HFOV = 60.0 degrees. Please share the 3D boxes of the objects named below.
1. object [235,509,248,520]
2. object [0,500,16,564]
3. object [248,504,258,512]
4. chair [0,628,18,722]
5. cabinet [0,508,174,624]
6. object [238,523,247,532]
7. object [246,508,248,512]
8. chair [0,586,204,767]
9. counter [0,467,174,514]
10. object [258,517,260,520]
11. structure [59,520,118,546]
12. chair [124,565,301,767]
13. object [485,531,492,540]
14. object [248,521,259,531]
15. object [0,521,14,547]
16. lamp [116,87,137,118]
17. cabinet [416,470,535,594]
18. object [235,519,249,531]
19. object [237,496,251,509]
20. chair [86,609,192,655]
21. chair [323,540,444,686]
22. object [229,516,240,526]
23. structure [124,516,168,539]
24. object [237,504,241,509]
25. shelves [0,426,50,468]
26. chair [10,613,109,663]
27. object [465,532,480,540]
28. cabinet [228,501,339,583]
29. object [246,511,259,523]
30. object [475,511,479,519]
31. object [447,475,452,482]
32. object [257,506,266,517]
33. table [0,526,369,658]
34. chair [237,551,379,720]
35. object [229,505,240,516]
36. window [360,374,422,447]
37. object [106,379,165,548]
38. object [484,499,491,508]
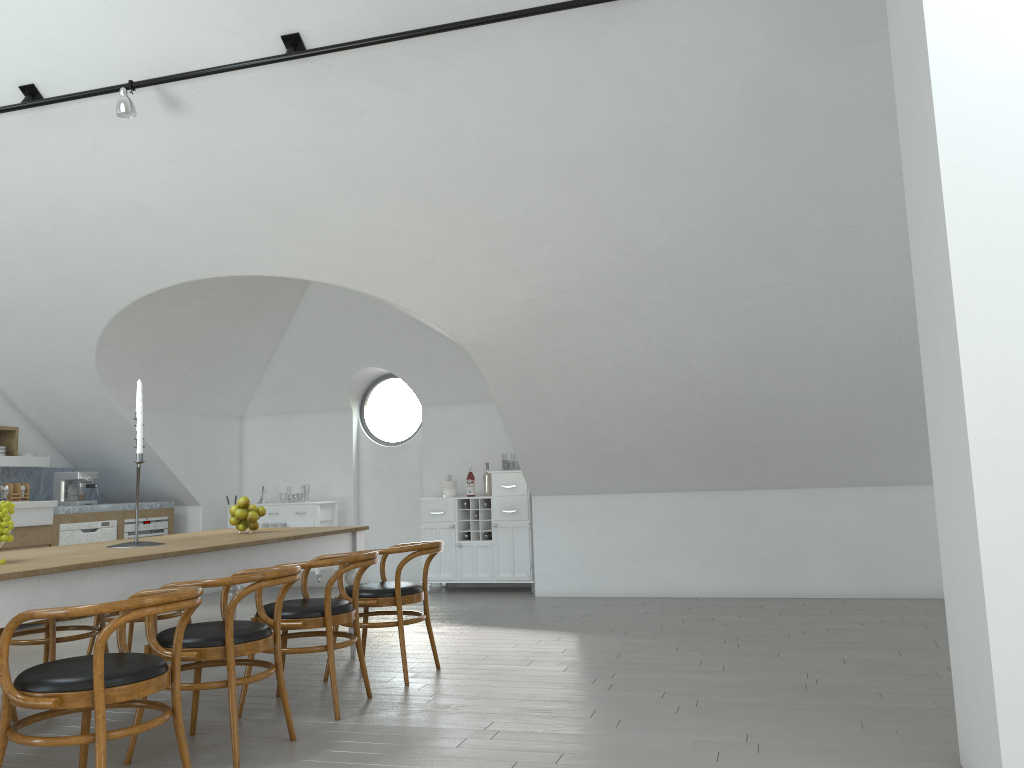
[{"bbox_3d":[-1.570,0.754,5.139,0.071,0.064,0.072,-3,-7,9],"label":"object"},{"bbox_3d":[-2.145,0.562,3.464,0.393,0.285,0.291,1,-8,-20],"label":"object"},{"bbox_3d":[-1.522,0.734,5.201,0.058,0.057,0.053,-6,-8,31],"label":"object"},{"bbox_3d":[-2.700,1.234,4.122,0.621,0.738,0.525,-4,-8,13],"label":"chair"},{"bbox_3d":[-4.769,1.485,6.016,1.003,1.026,6.407,-4,-7,16],"label":"cabinet"},{"bbox_3d":[-1.569,0.834,5.162,0.049,0.051,0.051,-4,-8,20],"label":"object"},{"bbox_3d":[-1.571,0.749,5.246,0.053,0.051,0.052,0,-7,-13],"label":"object"},{"bbox_3d":[-1.343,1.057,2.929,0.621,0.738,0.525,-4,-8,19],"label":"chair"},{"bbox_3d":[-4.797,0.679,6.206,0.961,0.622,6.554,-4,-7,16],"label":"counter"},{"bbox_3d":[-1.533,0.781,5.268,0.076,0.077,0.076,0,-7,-17],"label":"object"},{"bbox_3d":[-4.033,1.657,7.929,0.598,0.826,0.722,-4,-8,16],"label":"structure"},{"bbox_3d":[-1.176,1.129,3.631,0.621,0.738,0.525,-4,-8,16],"label":"chair"},{"bbox_3d":[-0.201,1.484,8.696,0.081,0.081,0.357,-4,-7,14],"label":"object"},{"bbox_3d":[-1.519,0.830,5.212,0.063,0.064,0.063,-6,-8,27],"label":"object"},{"bbox_3d":[-2.164,0.627,3.476,0.360,0.160,0.358,-2,-7,-3],"label":"object"},{"bbox_3d":[-2.311,-1.690,5.321,0.112,0.176,0.114,1,-8,-21],"label":"lamp"},{"bbox_3d":[-0.291,1.453,8.788,1.241,1.158,0.607,-4,-8,16],"label":"cabinet"},{"bbox_3d":[-1.591,0.827,5.227,0.080,0.074,0.078,2,-8,-29],"label":"object"},{"bbox_3d":[-1.576,0.697,5.214,0.072,0.074,0.072,-4,-7,16],"label":"object"},{"bbox_3d":[-2.337,1.375,5.516,0.621,0.738,0.525,-4,-8,13],"label":"chair"},{"bbox_3d":[-0.684,1.262,4.987,0.621,0.738,0.525,-4,-8,19],"label":"chair"},{"bbox_3d":[-1.616,0.796,5.161,0.059,0.056,0.059,-3,-7,11],"label":"object"},{"bbox_3d":[-3.818,1.634,8.659,0.630,0.639,0.630,-4,-7,16],"label":"structure"},{"bbox_3d":[-1.612,0.738,5.280,0.062,0.060,0.062,-4,-7,17],"label":"object"},{"bbox_3d":[-5.180,-0.154,5.896,0.480,1.367,5.530,-3,-7,11],"label":"shelves"},{"bbox_3d":[-2.552,1.307,4.831,0.621,0.738,0.525,-4,-8,19],"label":"chair"},{"bbox_3d":[-0.366,1.492,8.751,0.156,0.086,0.330,-4,-7,17],"label":"object"},{"bbox_3d":[-2.382,1.634,9.186,1.134,0.792,0.495,-4,-8,16],"label":"cabinet"},{"bbox_3d":[-1.513,0.775,5.163,0.071,0.072,0.070,1,-8,-19],"label":"object"},{"bbox_3d":[-0.303,1.294,8.761,0.085,0.086,0.330,-4,-7,16],"label":"object"},{"bbox_3d":[-0.659,1.040,9.135,0.115,0.210,0.065,-4,-8,18],"label":"object"},{"bbox_3d":[-1.485,0.754,5.242,0.063,0.064,0.062,1,-8,-21],"label":"object"},{"bbox_3d":[-1.862,1.175,4.161,1.018,0.802,3.338,-4,-7,16],"label":"table"},{"bbox_3d":[-0.954,1.198,4.319,0.621,0.738,0.525,-3,-8,11],"label":"chair"},{"bbox_3d":[-1.621,0.744,5.193,0.066,0.071,0.072,0,-7,-14],"label":"object"},{"bbox_3d":[-1.288,0.285,9.730,0.899,0.903,0.060,-4,-8,16],"label":"window"},{"bbox_3d":[-1.852,0.362,4.439,0.265,0.878,0.772,-1,-7,-10],"label":"object"},{"bbox_3d":[-0.208,1.181,8.733,0.087,0.085,0.359,-4,-7,16],"label":"object"}]
